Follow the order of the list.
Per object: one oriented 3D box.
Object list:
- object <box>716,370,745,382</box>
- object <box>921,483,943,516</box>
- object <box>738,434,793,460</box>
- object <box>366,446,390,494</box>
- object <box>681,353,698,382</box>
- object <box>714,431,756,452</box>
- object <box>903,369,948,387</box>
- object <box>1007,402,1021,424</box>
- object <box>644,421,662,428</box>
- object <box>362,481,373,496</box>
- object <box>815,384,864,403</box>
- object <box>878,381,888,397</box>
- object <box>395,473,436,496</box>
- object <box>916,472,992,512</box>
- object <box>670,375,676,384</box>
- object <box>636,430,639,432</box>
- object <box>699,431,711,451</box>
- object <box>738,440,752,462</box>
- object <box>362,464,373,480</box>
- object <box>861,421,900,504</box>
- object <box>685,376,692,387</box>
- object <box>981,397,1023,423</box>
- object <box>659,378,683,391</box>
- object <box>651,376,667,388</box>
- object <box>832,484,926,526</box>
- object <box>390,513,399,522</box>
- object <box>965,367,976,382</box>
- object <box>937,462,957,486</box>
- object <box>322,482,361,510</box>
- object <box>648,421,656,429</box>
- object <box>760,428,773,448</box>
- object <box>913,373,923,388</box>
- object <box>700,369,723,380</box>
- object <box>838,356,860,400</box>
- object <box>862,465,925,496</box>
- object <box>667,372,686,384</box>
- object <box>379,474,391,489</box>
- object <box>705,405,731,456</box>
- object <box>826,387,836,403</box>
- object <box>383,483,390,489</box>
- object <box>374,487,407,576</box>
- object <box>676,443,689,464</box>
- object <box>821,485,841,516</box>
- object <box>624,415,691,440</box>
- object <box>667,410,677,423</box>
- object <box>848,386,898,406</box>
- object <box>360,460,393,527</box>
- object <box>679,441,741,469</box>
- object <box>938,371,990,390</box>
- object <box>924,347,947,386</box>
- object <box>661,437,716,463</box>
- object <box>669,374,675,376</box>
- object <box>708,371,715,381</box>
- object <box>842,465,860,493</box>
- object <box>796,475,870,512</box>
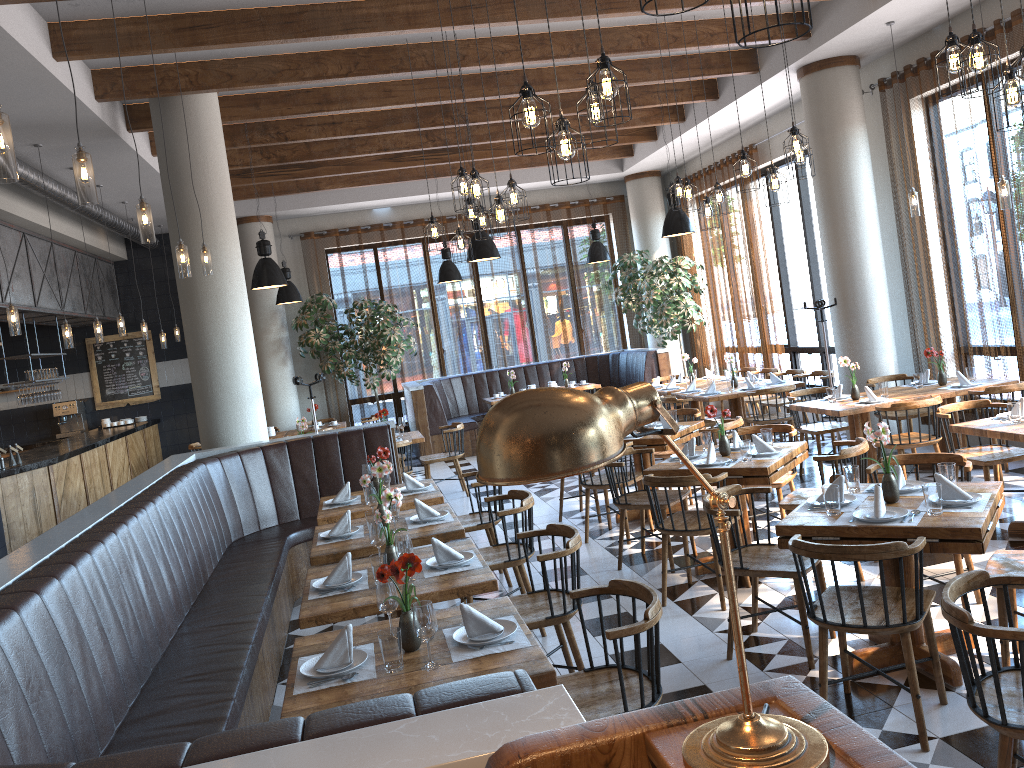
[{"bbox_3d":[2.777,-0.124,11.294,0.272,0.137,0.352,-9,4,-10],"label":"object"},{"bbox_3d":[1.847,0.506,3.885,0.080,0.132,0.080,-8,2,5],"label":"object"},{"bbox_3d":[1.662,0.398,5.864,0.272,0.137,0.353,-6,4,35],"label":"object"},{"bbox_3d":[-0.941,0.626,6.352,0.171,0.355,0.156,-8,2,-7],"label":"object"},{"bbox_3d":[2.319,-0.207,11.525,0.207,0.400,0.146,-9,2,-12],"label":"object"},{"bbox_3d":[1.587,0.384,6.234,0.351,0.137,0.273,-6,4,35],"label":"object"},{"bbox_3d":[3.824,-0.068,8.222,0.352,0.137,0.272,-9,3,-10],"label":"object"},{"bbox_3d":[3.230,0.188,5.691,0.080,0.132,0.080,-9,2,-25],"label":"object"},{"bbox_3d":[1.263,0.312,7.999,0.351,0.137,0.273,-6,4,35],"label":"object"},{"bbox_3d":[-1.008,0.756,6.230,0.080,0.132,0.080,-8,2,-10],"label":"object"},{"bbox_3d":[2.959,0.066,8.062,0.352,0.137,0.272,-9,3,-10],"label":"object"},{"bbox_3d":[3.248,0.049,7.744,0.080,0.132,0.080,-9,2,-25],"label":"object"},{"bbox_3d":[-0.712,0.699,6.417,0.272,0.137,0.352,-9,4,-10],"label":"object"},{"bbox_3d":[2.004,0.471,4.032,0.272,0.137,0.353,-6,4,35],"label":"object"},{"bbox_3d":[2.111,-0.047,11.608,0.080,0.132,0.080,-9,2,-25],"label":"object"},{"bbox_3d":[1.103,0.215,7.805,0.206,0.400,0.146,-8,2,9],"label":"object"},{"bbox_3d":[1.385,0.409,6.317,0.080,0.132,0.080,-8,2,5],"label":"object"},{"bbox_3d":[1.508,0.432,5.713,0.080,0.132,0.080,-8,2,-5],"label":"object"},{"bbox_3d":[-1.061,0.701,6.542,0.081,0.215,0.081,-10,2,-41],"label":"object"},{"bbox_3d":[1.743,0.365,4.186,0.146,0.399,0.207,-8,2,1],"label":"object"},{"bbox_3d":[2.213,-0.025,11.059,0.080,0.132,0.080,-9,2,-25],"label":"object"},{"bbox_3d":[3.359,0.153,5.901,0.352,0.137,0.272,-9,3,-10],"label":"object"},{"bbox_3d":[1.995,-0.004,11.172,0.272,0.137,0.352,-9,4,-10],"label":"object"},{"bbox_3d":[1.889,-0.027,11.740,0.272,0.137,0.352,-9,4,-10],"label":"object"},{"bbox_3d":[1.636,0.528,3.961,0.351,0.137,0.273,-6,4,35],"label":"object"},{"bbox_3d":[-0.727,0.772,5.401,0.080,0.132,0.080,-8,2,-5],"label":"object"},{"bbox_3d":[4.093,-0.082,7.901,0.080,0.132,0.080,-8,2,15],"label":"object"},{"bbox_3d":[2.089,0.448,4.244,0.080,0.132,0.080,-8,2,5],"label":"object"},{"bbox_3d":[-1.225,0.778,6.331,0.272,0.137,0.352,-9,4,-10],"label":"object"},{"bbox_3d":[1.182,0.361,7.475,0.080,0.132,0.080,-6,3,45],"label":"object"},{"bbox_3d":[1.750,0.374,6.072,0.080,0.132,0.080,-8,2,-5],"label":"object"},{"bbox_3d":[3.675,-0.030,8.005,0.080,0.132,0.080,-8,2,15],"label":"object"},{"bbox_3d":[2.666,-0.148,11.894,0.272,0.137,0.352,-9,4,-10],"label":"object"},{"bbox_3d":[2.989,-0.055,7.826,0.146,0.400,0.207,-7,2,44],"label":"object"},{"bbox_3d":[1.929,0.457,4.403,0.351,0.137,0.273,-6,4,35],"label":"object"},{"bbox_3d":[2.259,-0.091,11.917,0.352,0.137,0.272,-9,3,-10],"label":"object"},{"bbox_3d":[-0.883,0.700,6.177,0.081,0.215,0.081,-8,2,-2],"label":"object"},{"bbox_3d":[1.406,0.312,6.043,0.170,0.355,0.156,-6,3,45],"label":"object"},{"bbox_3d":[2.830,0.101,7.849,0.080,0.132,0.080,-9,2,-25],"label":"object"},{"bbox_3d":[-0.928,0.728,6.484,0.080,0.132,0.080,-9,2,-25],"label":"object"},{"bbox_3d":[-0.560,0.695,4.167,0.146,0.399,0.207,-8,2,-3],"label":"object"},{"bbox_3d":[1.149,0.468,5.947,0.080,0.132,0.080,-8,2,-5],"label":"object"},{"bbox_3d":[1.488,0.542,4.120,0.080,0.132,0.080,-8,2,5],"label":"object"},{"bbox_3d":[1.149,0.354,7.621,0.576,0.137,0.584,-6,4,35],"label":"object"},{"bbox_3d":[1.424,0.303,7.834,0.080,0.132,0.080,-10,2,-35],"label":"object"},{"bbox_3d":[3.062,0.086,7.539,0.352,0.137,0.272,-9,3,-10],"label":"object"},{"bbox_3d":[-0.786,0.655,5.242,0.207,0.400,0.146,-8,2,-8],"label":"object"},{"bbox_3d":[1.294,0.455,5.792,0.351,0.137,0.273,-6,4,35],"label":"object"},{"bbox_3d":[3.927,-0.048,7.700,0.352,0.137,0.272,-9,3,-10],"label":"object"},{"bbox_3d":[3.810,-0.159,7.967,0.171,0.355,0.156,-8,2,12],"label":"object"},{"bbox_3d":[1.218,0.441,6.163,0.272,0.137,0.353,-6,4,35],"label":"object"},{"bbox_3d":[2.130,-0.057,11.718,0.080,0.132,0.080,-9,2,-25],"label":"object"},{"bbox_3d":[2.576,-0.100,11.413,0.080,0.132,0.080,-9,2,-25],"label":"object"},{"bbox_3d":[1.724,0.483,4.489,0.080,0.132,0.080,-8,2,5],"label":"object"},{"bbox_3d":[1.561,0.514,4.331,0.272,0.137,0.353,-6,4,35],"label":"object"}]
